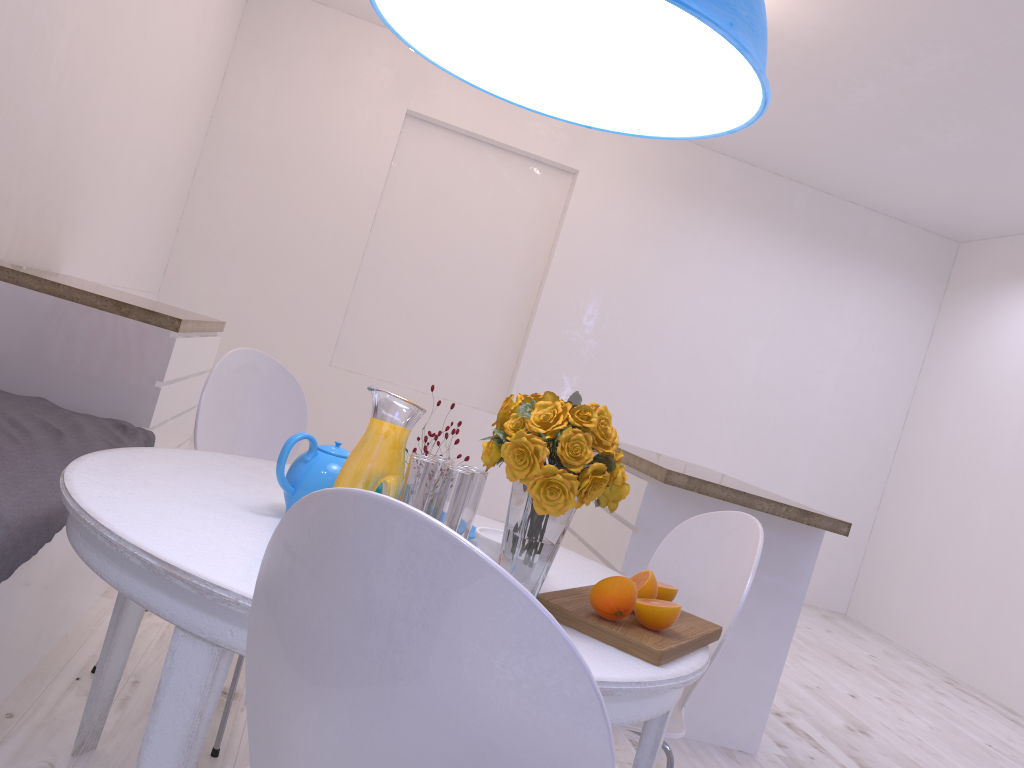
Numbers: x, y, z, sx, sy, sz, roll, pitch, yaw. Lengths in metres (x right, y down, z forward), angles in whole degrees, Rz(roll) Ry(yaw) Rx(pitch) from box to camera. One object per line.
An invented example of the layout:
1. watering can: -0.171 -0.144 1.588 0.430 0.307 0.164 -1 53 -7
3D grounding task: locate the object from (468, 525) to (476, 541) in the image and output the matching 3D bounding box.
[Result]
1. object: -0.155 0.284 1.780 0.196 0.023 0.196 17 0 -24

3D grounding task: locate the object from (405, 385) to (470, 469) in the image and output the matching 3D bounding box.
1. object: -0.155 0.148 1.593 0.128 0.287 0.128 17 0 -9

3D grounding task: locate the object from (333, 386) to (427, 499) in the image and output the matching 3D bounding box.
1. object: -0.215 0.142 1.385 0.094 0.267 0.116 17 0 16

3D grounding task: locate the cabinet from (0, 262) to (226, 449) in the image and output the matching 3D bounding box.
1. cabinet: -1.581 0.071 3.294 0.654 0.842 1.036 17 0 -11

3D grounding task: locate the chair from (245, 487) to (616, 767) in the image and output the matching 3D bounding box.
1. chair: -0.084 0.540 0.934 0.604 0.845 0.483 17 0 35

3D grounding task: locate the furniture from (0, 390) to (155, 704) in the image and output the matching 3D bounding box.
1. furniture: -1.193 0.376 1.134 0.769 0.508 3.296 17 0 -11

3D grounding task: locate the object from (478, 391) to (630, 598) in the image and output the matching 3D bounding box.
1. object: 0.045 0.177 1.400 0.235 0.351 0.234 17 0 44

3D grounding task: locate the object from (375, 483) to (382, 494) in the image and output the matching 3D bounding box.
1. object: -0.274 0.232 1.884 0.088 0.043 0.088 17 0 -4

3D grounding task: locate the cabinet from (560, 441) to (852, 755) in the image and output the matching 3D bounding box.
1. cabinet: 0.557 0.722 3.359 0.654 0.842 1.167 17 0 -11

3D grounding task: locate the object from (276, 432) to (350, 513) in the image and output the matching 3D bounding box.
1. object: -0.327 0.166 1.535 0.156 0.151 0.150 17 0 -7

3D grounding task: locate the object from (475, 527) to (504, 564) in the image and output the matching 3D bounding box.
1. object: -0.005 0.316 1.656 0.147 0.052 0.147 17 0 32

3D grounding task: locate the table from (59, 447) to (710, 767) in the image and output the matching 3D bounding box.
1. table: -0.290 0.586 1.608 1.140 0.629 1.140 17 0 18

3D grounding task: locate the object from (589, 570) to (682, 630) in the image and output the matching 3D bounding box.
1. object: 0.229 0.352 1.470 0.129 0.075 0.285 17 0 25

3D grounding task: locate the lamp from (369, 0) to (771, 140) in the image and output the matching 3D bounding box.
1. lamp: 0.355 -1.378 1.217 0.568 1.948 0.568 17 0 23

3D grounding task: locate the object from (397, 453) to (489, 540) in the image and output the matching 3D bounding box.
1. object: -0.122 0.212 1.380 0.101 0.186 0.122 17 0 19

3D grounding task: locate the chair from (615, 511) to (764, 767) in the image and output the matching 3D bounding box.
1. chair: 0.144 0.605 1.786 0.483 0.845 0.604 17 0 -11

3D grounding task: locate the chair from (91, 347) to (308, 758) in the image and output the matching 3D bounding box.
1. chair: -0.610 0.373 2.280 0.483 0.845 0.604 17 0 24

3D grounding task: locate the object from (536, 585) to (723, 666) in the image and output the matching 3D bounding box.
1. object: 0.202 0.395 1.493 0.224 0.024 0.347 17 0 29
